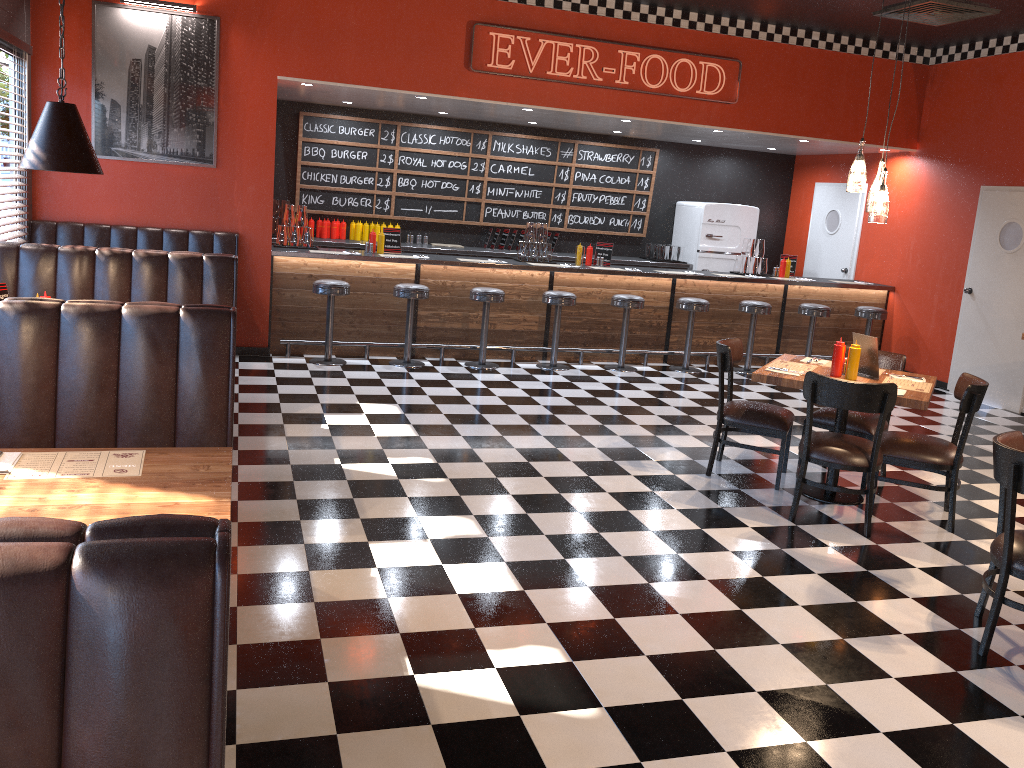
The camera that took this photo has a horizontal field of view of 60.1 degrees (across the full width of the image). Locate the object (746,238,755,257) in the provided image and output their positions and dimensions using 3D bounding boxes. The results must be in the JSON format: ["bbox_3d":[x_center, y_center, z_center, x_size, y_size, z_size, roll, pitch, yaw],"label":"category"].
[{"bbox_3d":[2.756,-1.572,10.223,0.106,0.207,0.106,10,11,27],"label":"object"}]

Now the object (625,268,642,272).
[{"bbox_3d":[1.302,-1.233,9.529,0.157,0.019,0.257,4,12,-2],"label":"object"}]

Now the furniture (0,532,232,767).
[{"bbox_3d":[-1.198,0.850,0.893,1.708,1.146,0.712,1,11,-17],"label":"furniture"}]

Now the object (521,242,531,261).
[{"bbox_3d":[0.152,-1.410,9.449,0.106,0.207,0.106,10,11,27],"label":"object"}]

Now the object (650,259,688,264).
[{"bbox_3d":[2.023,-1.587,11.460,0.437,0.018,0.275,1,13,-17],"label":"object"}]

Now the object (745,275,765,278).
[{"bbox_3d":[2.741,-1.219,10.021,0.157,0.019,0.257,0,13,-22],"label":"object"}]

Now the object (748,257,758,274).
[{"bbox_3d":[2.798,-1.366,10.266,0.106,0.207,0.106,10,11,27],"label":"object"}]

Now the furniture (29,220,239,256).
[{"bbox_3d":[-3.267,-0.768,7.636,1.708,1.146,0.712,1,11,-17],"label":"furniture"}]

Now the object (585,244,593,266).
[{"bbox_3d":[0.842,-1.407,9.639,0.068,0.236,0.068,4,10,-5],"label":"object"}]

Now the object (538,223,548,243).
[{"bbox_3d":[0.334,-1.609,9.454,0.106,0.207,0.106,10,11,27],"label":"object"}]

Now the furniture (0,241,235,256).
[{"bbox_3d":[-2.779,-0.387,6.046,1.708,1.146,0.712,1,11,-17],"label":"furniture"}]

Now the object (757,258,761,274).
[{"bbox_3d":[2.872,-1.389,10.402,0.106,0.207,0.106,10,11,27],"label":"object"}]

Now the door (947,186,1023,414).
[{"bbox_3d":[4.904,-0.874,8.867,0.161,2.163,1.035,2,11,-17],"label":"door"}]

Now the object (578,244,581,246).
[{"bbox_3d":[0.732,-1.416,9.639,0.068,0.236,0.068,4,10,-5],"label":"object"}]

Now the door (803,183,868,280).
[{"bbox_3d":[4.094,-1.508,11.507,0.161,2.163,1.035,2,11,-17],"label":"door"}]

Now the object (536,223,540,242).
[{"bbox_3d":[0.296,-1.634,9.557,0.106,0.207,0.106,10,11,27],"label":"object"}]

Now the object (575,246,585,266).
[{"bbox_3d":[0.724,-1.368,9.480,0.106,0.207,0.106,10,11,27],"label":"object"}]

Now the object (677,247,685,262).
[{"bbox_3d":[2.171,-1.660,11.406,0.106,0.207,0.106,10,11,27],"label":"object"}]

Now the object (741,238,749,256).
[{"bbox_3d":[2.726,-1.593,10.308,0.106,0.207,0.106,10,11,27],"label":"object"}]

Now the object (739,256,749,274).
[{"bbox_3d":[2.690,-1.370,10.243,0.106,0.207,0.106,10,11,27],"label":"object"}]

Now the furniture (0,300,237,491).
[{"bbox_3d":[-1.887,0.311,3.138,1.708,1.146,0.712,1,11,-17],"label":"furniture"}]

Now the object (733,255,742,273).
[{"bbox_3d":[2.646,-1.395,10.343,0.106,0.207,0.106,10,11,27],"label":"object"}]

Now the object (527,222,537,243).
[{"bbox_3d":[0.218,-1.613,9.430,0.106,0.207,0.106,10,11,27],"label":"object"}]

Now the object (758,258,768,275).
[{"bbox_3d":[2.917,-1.362,10.295,0.106,0.207,0.106,10,11,27],"label":"object"}]

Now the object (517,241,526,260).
[{"bbox_3d":[0.108,-1.436,9.550,0.106,0.207,0.106,10,11,27],"label":"object"}]

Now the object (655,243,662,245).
[{"bbox_3d":[1.935,-1.760,11.779,0.106,0.207,0.106,10,11,27],"label":"object"}]

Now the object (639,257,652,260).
[{"bbox_3d":[1.928,-1.656,11.742,0.437,0.018,0.275,1,13,-17],"label":"object"}]

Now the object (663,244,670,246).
[{"bbox_3d":[2.056,-1.763,11.841,0.106,0.207,0.106,10,11,27],"label":"object"}]

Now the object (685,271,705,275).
[{"bbox_3d":[2.008,-1.230,9.788,0.157,0.019,0.257,1,13,-17],"label":"object"}]

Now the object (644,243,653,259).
[{"bbox_3d":[1.803,-1.760,11.727,0.106,0.207,0.106,10,11,27],"label":"object"}]

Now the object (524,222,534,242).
[{"bbox_3d":[0.188,-1.634,9.514,0.106,0.207,0.106,10,11,27],"label":"object"}]

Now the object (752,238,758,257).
[{"bbox_3d":[2.834,-1.593,10.351,0.106,0.207,0.106,10,11,27],"label":"object"}]

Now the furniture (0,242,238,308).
[{"bbox_3d":[-2.575,-0.228,5.383,1.708,1.146,0.712,1,11,-17],"label":"furniture"}]

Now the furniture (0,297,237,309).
[{"bbox_3d":[-2.090,0.152,3.801,1.708,1.146,0.712,1,11,-17],"label":"furniture"}]

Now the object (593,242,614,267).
[{"bbox_3d":[1.001,-1.417,9.700,0.188,0.255,0.073,8,10,17],"label":"object"}]

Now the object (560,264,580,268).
[{"bbox_3d":[0.604,-1.250,9.336,0.157,0.019,0.257,0,13,-22],"label":"object"}]

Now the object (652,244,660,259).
[{"bbox_3d":[1.894,-1.735,11.647,0.106,0.207,0.106,10,11,27],"label":"object"}]

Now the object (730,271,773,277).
[{"bbox_3d":[2.788,-1.284,10.343,0.437,0.018,0.275,1,13,-17],"label":"object"}]

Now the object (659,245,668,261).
[{"bbox_3d":[1.933,-1.665,11.335,0.106,0.207,0.106,10,11,27],"label":"object"}]

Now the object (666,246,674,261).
[{"bbox_3d":[2.034,-1.674,11.417,0.106,0.207,0.106,10,11,27],"label":"object"}]

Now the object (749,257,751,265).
[{"bbox_3d":[2.759,-1.390,10.366,0.106,0.207,0.106,10,11,27],"label":"object"}]

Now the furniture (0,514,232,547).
[{"bbox_3d":[-1.401,0.691,1.556,1.708,1.146,0.712,1,11,-17],"label":"furniture"}]

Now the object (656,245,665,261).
[{"bbox_3d":[1.913,-1.689,11.440,0.106,0.207,0.106,10,11,27],"label":"object"}]

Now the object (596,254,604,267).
[{"bbox_3d":[0.955,-1.339,9.612,0.094,0.135,0.047,11,12,32],"label":"object"}]

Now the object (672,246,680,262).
[{"bbox_3d":[2.131,-1.686,11.512,0.106,0.207,0.106,10,11,27],"label":"object"}]
